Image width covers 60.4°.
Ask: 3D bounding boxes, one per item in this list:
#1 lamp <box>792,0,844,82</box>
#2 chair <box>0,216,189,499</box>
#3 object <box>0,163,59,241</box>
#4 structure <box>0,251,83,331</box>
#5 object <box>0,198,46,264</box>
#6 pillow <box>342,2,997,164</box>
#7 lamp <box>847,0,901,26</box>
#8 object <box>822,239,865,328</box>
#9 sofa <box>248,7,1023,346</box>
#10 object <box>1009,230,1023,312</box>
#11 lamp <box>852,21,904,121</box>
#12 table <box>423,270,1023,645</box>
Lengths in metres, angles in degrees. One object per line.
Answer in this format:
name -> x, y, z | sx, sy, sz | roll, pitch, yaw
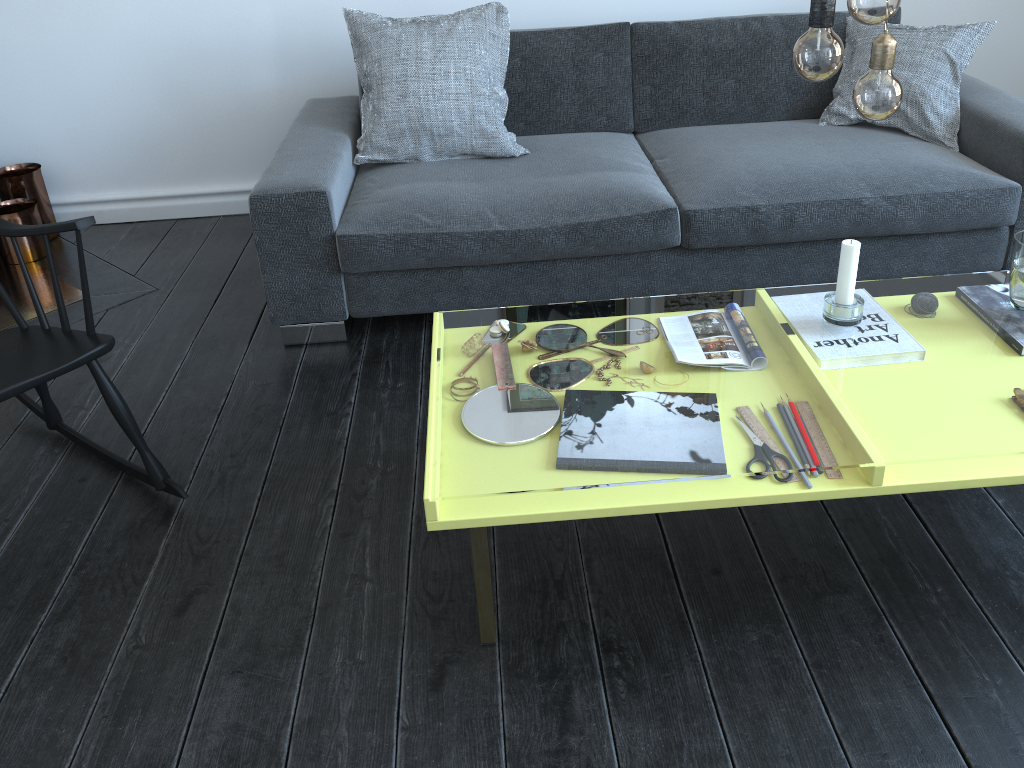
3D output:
lamp -> 0.427, -1.092, 1.013 | 0.076, 1.426, 0.088 | -25, 34, -35
chair -> -1.243, -0.180, 1.833 | 0.924, 0.957, 0.630 | 22, 37, 37
object -> -1.874, -0.693, 3.402 | 0.173, 0.267, 0.184 | -4, 29, -1
structure -> -2.202, -1.568, 2.481 | 1.295, 2.753, 0.800 | 21, 36, 38
object -> -1.821, -0.564, 3.260 | 0.175, 0.190, 0.179 | -9, 30, -10
pillow -> 0.492, -1.027, 2.878 | 2.054, 0.469, 0.502 | -2, 29, 3
lamp -> 0.488, -1.160, 0.968 | 0.076, 1.426, 0.076 | 21, 36, 39
object -> 0.649, -0.200, 1.709 | 0.075, 0.165, 0.077 | 14, 33, 29
sofa -> 0.445, -0.764, 2.884 | 2.372, 0.690, 1.139 | -4, 30, -1
object -> 1.023, -0.216, 1.722 | 0.100, 0.139, 0.100 | -26, 36, -35
lamp -> 0.530, -1.046, 1.059 | 0.075, 1.426, 0.093 | 7, 29, 20
table -> 0.559, 0.127, 1.704 | 1.400, 0.381, 0.631 | -4, 30, -1
